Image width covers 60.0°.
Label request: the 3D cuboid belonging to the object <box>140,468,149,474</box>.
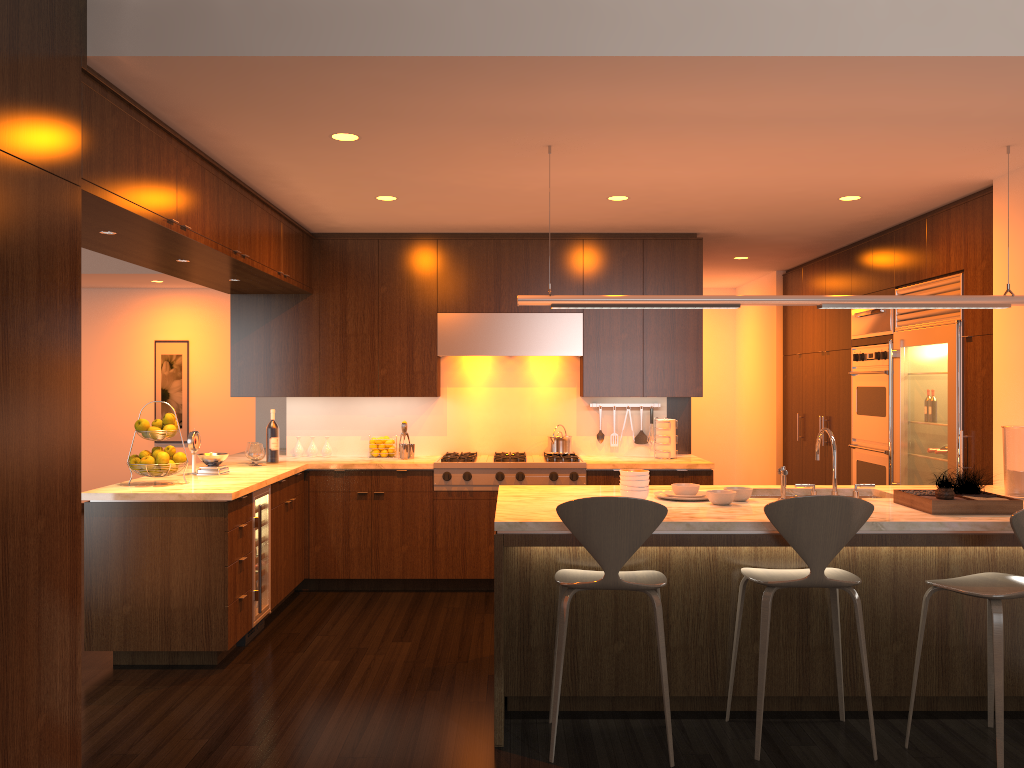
[{"bbox_3d":[-2.018,0.474,4.876,0.056,0.053,0.057,0,0,-40],"label":"object"}]

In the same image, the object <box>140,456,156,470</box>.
[{"bbox_3d":[-1.972,0.427,4.800,0.077,0.077,0.077,0,0,12],"label":"object"}]

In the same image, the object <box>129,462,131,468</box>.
[{"bbox_3d":[-2.082,0.444,4.884,0.057,0.055,0.057,0,0,-29],"label":"object"}]

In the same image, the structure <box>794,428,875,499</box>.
[{"bbox_3d":[1.561,0.384,4.255,0.310,0.341,0.321,0,0,38],"label":"structure"}]

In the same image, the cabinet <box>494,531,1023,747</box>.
[{"bbox_3d":[1.285,1.031,4.214,2.713,0.876,1.281,0,0,0],"label":"cabinet"}]

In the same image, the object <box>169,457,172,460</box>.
[{"bbox_3d":[-1.931,0.408,4.963,0.070,0.072,0.071,0,0,-36],"label":"object"}]

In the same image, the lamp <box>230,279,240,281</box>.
[{"bbox_3d":[-1.774,-0.665,5.674,0.068,0.004,0.068,0,0,-19],"label":"lamp"}]

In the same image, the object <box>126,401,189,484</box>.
[{"bbox_3d":[-1.964,0.324,4.918,0.324,0.461,0.324,0,0,-41],"label":"object"}]

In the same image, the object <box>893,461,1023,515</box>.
[{"bbox_3d":[2.032,0.439,3.998,0.497,0.231,0.503,0,0,0],"label":"object"}]

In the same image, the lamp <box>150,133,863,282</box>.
[{"bbox_3d":[-6.096,-1.207,6.874,16.431,0.171,5.868,0,0,0],"label":"lamp"}]

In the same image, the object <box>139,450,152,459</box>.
[{"bbox_3d":[-2.007,0.397,4.858,0.069,0.071,0.067,0,0,36],"label":"object"}]

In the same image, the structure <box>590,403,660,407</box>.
[{"bbox_3d":[0.871,0.164,6.826,0.541,0.031,0.048,0,0,3],"label":"structure"}]

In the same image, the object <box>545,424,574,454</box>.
[{"bbox_3d":[0.362,0.415,6.713,0.221,0.218,0.221,0,0,-15],"label":"object"}]

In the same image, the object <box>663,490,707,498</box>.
[{"bbox_3d":[0.843,0.540,4.306,0.217,0.025,0.216,0,0,17],"label":"object"}]

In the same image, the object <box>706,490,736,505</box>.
[{"bbox_3d":[0.963,0.525,4.085,0.139,0.059,0.138,0,0,26],"label":"object"}]

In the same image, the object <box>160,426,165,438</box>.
[{"bbox_3d":[-1.962,0.268,4.968,0.071,0.072,0.071,0,0,31],"label":"object"}]

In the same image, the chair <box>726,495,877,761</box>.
[{"bbox_3d":[1.190,0.946,3.625,0.520,1.047,0.506,0,0,0],"label":"chair"}]

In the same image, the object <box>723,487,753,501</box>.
[{"bbox_3d":[1.075,0.525,4.214,0.139,0.059,0.138,0,0,26],"label":"object"}]

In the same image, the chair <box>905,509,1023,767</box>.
[{"bbox_3d":[1.924,0.946,3.470,0.520,1.047,0.506,0,0,-25],"label":"chair"}]

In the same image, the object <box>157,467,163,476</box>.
[{"bbox_3d":[-1.968,0.481,4.927,0.062,0.062,0.062,0,0,44],"label":"object"}]

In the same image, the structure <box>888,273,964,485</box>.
[{"bbox_3d":[2.948,0.405,5.736,0.687,2.129,0.915,0,0,0],"label":"structure"}]

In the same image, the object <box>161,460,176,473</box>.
[{"bbox_3d":[-1.884,0.453,4.859,0.078,0.076,0.078,0,0,-13],"label":"object"}]

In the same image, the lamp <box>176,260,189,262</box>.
[{"bbox_3d":[-1.774,-0.665,4.783,0.068,0.004,0.068,0,0,-19],"label":"lamp"}]

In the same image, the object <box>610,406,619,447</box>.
[{"bbox_3d":[0.788,0.325,6.820,0.066,0.314,0.004,0,0,0],"label":"object"}]

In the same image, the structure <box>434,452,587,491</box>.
[{"bbox_3d":[-0.014,0.541,6.573,1.067,0.422,0.824,0,0,0],"label":"structure"}]

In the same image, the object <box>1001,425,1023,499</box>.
[{"bbox_3d":[2.469,0.380,4.312,0.159,0.349,0.159,0,0,-26],"label":"object"}]

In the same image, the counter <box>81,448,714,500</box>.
[{"bbox_3d":[-0.395,0.574,6.107,3.616,0.038,3.187,0,0,0],"label":"counter"}]

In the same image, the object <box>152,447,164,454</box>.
[{"bbox_3d":[-1.965,0.372,4.919,0.061,0.059,0.063,0,0,33],"label":"object"}]

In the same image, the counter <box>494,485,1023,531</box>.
[{"bbox_3d":[1.285,0.574,4.215,2.711,0.038,1.280,0,0,0],"label":"counter"}]

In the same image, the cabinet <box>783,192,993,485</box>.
[{"bbox_3d":[2.986,0.199,6.831,0.690,2.540,3.924,0,0,0],"label":"cabinet"}]

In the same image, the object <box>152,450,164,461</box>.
[{"bbox_3d":[-1.931,0.396,4.863,0.077,0.075,0.077,0,0,-26],"label":"object"}]

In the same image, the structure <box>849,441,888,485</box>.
[{"bbox_3d":[2.662,0.721,6.597,0.064,0.544,0.710,0,0,0],"label":"structure"}]

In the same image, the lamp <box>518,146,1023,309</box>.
[{"bbox_3d":[1.259,-0.740,4.180,2.465,0.765,0.120,0,0,0],"label":"lamp"}]

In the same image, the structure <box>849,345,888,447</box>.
[{"bbox_3d":[2.973,0.365,6.597,0.687,1.294,0.743,0,0,0],"label":"structure"}]

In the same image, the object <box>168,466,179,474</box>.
[{"bbox_3d":[-1.898,0.464,4.939,0.078,0.075,0.078,0,0,-22],"label":"object"}]

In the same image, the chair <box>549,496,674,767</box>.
[{"bbox_3d":[0.398,0.946,3.584,0.520,1.047,0.506,0,0,5],"label":"chair"}]

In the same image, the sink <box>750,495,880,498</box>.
[{"bbox_3d":[1.538,0.680,4.512,0.813,0.176,0.457,0,0,0],"label":"sink"}]

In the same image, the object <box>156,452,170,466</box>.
[{"bbox_3d":[-1.893,0.406,4.806,0.068,0.077,0.079,0,0,-24],"label":"object"}]

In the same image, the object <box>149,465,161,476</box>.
[{"bbox_3d":[-1.957,0.469,4.858,0.063,0.069,0.070,0,0,-38],"label":"object"}]

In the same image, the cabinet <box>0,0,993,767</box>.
[{"bbox_3d":[0.571,-0.030,4.929,5.521,2.997,7.728,0,0,0],"label":"cabinet"}]

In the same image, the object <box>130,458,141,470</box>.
[{"bbox_3d":[-2.047,0.435,4.831,0.068,0.069,0.065,0,0,-23],"label":"object"}]

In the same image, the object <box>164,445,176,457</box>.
[{"bbox_3d":[-1.889,0.371,4.898,0.062,0.063,0.060,0,0,8],"label":"object"}]

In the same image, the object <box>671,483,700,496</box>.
[{"bbox_3d":[0.843,0.519,4.306,0.139,0.059,0.138,0,0,26],"label":"object"}]

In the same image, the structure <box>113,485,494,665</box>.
[{"bbox_3d":[-0.388,1.038,6.171,3.400,0.862,3.060,0,0,0],"label":"structure"}]

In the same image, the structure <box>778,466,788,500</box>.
[{"bbox_3d":[1.292,0.474,4.221,0.050,0.161,0.067,0,0,0],"label":"structure"}]

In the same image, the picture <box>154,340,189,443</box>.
[{"bbox_3d":[-3.984,0.089,10.379,0.398,1.200,0.012,0,0,0],"label":"picture"}]

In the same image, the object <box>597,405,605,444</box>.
[{"bbox_3d":[0.680,0.310,6.817,0.061,0.296,0.020,0,0,-1],"label":"object"}]

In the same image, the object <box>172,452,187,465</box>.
[{"bbox_3d":[-1.842,0.412,4.910,0.078,0.074,0.077,0,0,15],"label":"object"}]
